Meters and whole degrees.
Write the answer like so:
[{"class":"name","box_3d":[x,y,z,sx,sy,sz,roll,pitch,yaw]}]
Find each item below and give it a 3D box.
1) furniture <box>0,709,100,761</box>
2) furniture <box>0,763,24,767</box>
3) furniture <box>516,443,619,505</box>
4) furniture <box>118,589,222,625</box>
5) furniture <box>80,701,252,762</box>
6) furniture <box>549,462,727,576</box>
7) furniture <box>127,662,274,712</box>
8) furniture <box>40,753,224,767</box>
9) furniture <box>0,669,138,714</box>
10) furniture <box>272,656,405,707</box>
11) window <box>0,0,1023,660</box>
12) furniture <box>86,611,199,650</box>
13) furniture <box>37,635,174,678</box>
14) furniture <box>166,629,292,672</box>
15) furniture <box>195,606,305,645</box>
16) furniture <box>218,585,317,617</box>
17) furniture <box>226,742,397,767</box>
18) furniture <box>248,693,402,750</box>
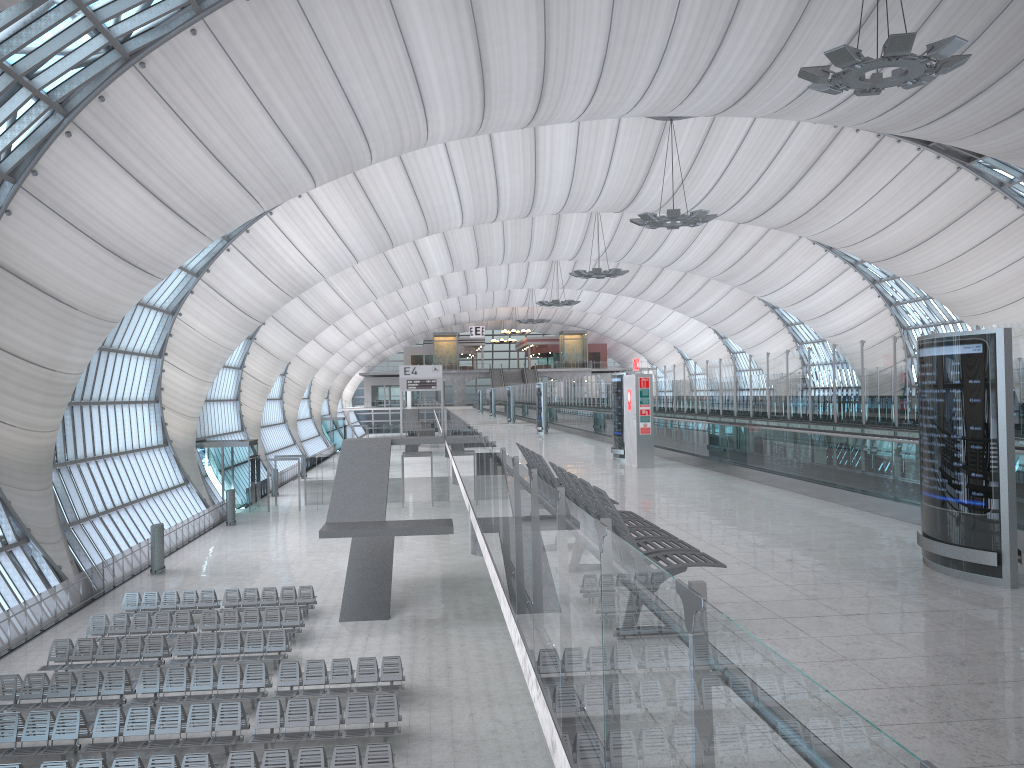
[{"class":"furniture","box_3d":[-9.094,6.405,16.014,2.705,0.913,1.572,-1,-1,-5]},{"class":"furniture","box_3d":[-8.870,6.373,13.624,2.705,0.913,1.572,-1,-1,-5]},{"class":"furniture","box_3d":[0.519,1.123,9.355,0.713,0.902,2.520,-1,-1,-5]},{"class":"furniture","box_3d":[-10.033,6.541,26.032,2.705,0.913,1.572,-1,-1,-5]},{"class":"furniture","box_3d":[-6.262,6.351,16.281,2.705,0.913,1.572,-1,-1,-5]},{"class":"furniture","box_3d":[0.783,1.083,6.344,0.713,0.902,2.520,-1,-1,-5]},{"class":"furniture","box_3d":[-6.486,6.384,18.671,2.705,0.913,1.572,-1,-1,-5]},{"class":"furniture","box_3d":[-6.038,6.319,13.890,2.705,0.913,1.572,-1,-1,-5]},{"class":"furniture","box_3d":[-9.318,6.438,18.405,2.705,0.913,1.572,-1,-1,-5]},{"class":"furniture","box_3d":[-3.653,6.330,18.937,2.705,0.913,1.572,-1,-1,-5]},{"class":"window","box_3d":[4.140,-2.560,77.814,50.537,20.004,167.818,-1,-1,-5]},{"class":"furniture","box_3d":[-9.787,6.505,23.403,2.705,0.913,1.572,-1,-1,-5]},{"class":"furniture","box_3d":[-9.568,6.474,21.064,2.705,0.913,1.572,-1,-1,-5]},{"class":"furniture","box_3d":[-6.735,6.420,21.330,2.705,0.913,1.572,-1,-1,-5]},{"class":"furniture","box_3d":[-6.954,6.451,23.669,2.705,0.913,1.572,-1,-1,-5]},{"class":"furniture","box_3d":[-7.201,6.487,26.298,2.705,0.913,1.572,-1,-1,-5]},{"class":"furniture","box_3d":[-3.205,6.265,14.156,2.705,0.913,1.572,-1,-1,-5]},{"class":"furniture","box_3d":[-3.429,6.297,16.547,2.705,0.913,1.572,-1,-1,-5]}]
